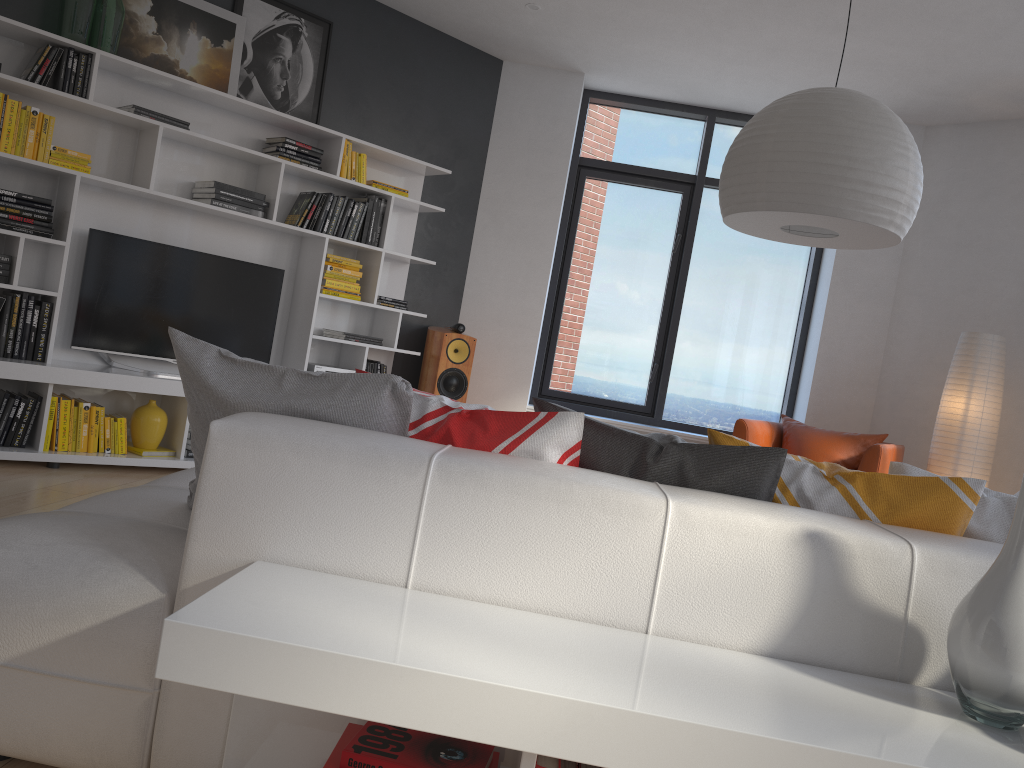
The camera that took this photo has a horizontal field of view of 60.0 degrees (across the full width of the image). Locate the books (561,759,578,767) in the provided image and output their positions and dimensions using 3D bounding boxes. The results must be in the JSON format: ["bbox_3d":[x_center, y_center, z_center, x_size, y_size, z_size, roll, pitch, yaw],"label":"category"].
[{"bbox_3d":[0.061,0.689,1.314,0.031,0.255,0.181,10,2,3],"label":"books"}]

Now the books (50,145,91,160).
[{"bbox_3d":[-2.219,-1.149,4.420,0.186,0.026,0.138,8,2,-42],"label":"books"}]

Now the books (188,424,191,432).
[{"bbox_3d":[-1.732,0.239,5.037,0.250,0.047,0.310,11,2,44],"label":"books"}]

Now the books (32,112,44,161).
[{"bbox_3d":[-2.330,-1.196,4.316,0.023,0.239,0.169,8,2,-42],"label":"books"}]

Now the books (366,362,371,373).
[{"bbox_3d":[-0.974,-0.029,5.688,0.053,0.240,0.189,8,2,-41],"label":"books"}]

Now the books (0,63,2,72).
[{"bbox_3d":[-2.514,-1.479,4.073,0.268,0.046,0.208,9,2,-38],"label":"books"}]

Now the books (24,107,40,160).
[{"bbox_3d":[-2.349,-1.205,4.295,0.035,0.250,0.185,8,2,-42],"label":"books"}]

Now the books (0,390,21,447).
[{"bbox_3d":[-2.473,0.165,4.322,0.075,0.254,0.192,8,2,-43],"label":"books"}]

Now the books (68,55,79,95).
[{"bbox_3d":[-2.183,-1.507,4.371,0.021,0.200,0.147,8,2,-42],"label":"books"}]

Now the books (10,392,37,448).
[{"bbox_3d":[-2.424,0.174,4.363,0.084,0.249,0.191,8,2,-42],"label":"books"}]

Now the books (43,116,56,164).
[{"bbox_3d":[-2.293,-1.188,4.350,0.024,0.234,0.172,8,2,-42],"label":"books"}]

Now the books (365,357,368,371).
[{"bbox_3d":[-0.997,-0.049,5.669,0.053,0.268,0.202,8,2,-42],"label":"books"}]

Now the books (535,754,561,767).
[{"bbox_3d":[0.029,0.666,1.313,0.036,0.294,0.208,10,2,3],"label":"books"}]

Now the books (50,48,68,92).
[{"bbox_3d":[-2.218,-1.521,4.338,0.021,0.221,0.156,8,2,-42],"label":"books"}]

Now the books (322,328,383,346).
[{"bbox_3d":[-1.014,-0.297,5.636,0.250,0.047,0.310,11,2,44],"label":"books"}]

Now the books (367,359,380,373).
[{"bbox_3d":[-0.915,-0.029,5.735,0.066,0.255,0.193,8,2,-42],"label":"books"}]

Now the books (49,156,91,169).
[{"bbox_3d":[-2.220,-1.099,4.417,0.196,0.011,0.148,8,2,-42],"label":"books"}]

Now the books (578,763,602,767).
[{"bbox_3d":[0.094,0.694,1.313,0.034,0.259,0.207,10,2,3],"label":"books"}]

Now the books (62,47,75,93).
[{"bbox_3d":[-2.202,-1.525,4.358,0.025,0.232,0.176,8,2,-42],"label":"books"}]

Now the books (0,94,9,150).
[{"bbox_3d":[-2.444,-1.228,4.205,0.025,0.270,0.213,8,2,-42],"label":"books"}]

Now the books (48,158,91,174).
[{"bbox_3d":[-2.221,-1.076,4.414,0.190,0.033,0.147,8,2,-42],"label":"books"}]

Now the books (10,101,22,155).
[{"bbox_3d":[-2.401,-1.217,4.254,0.015,0.263,0.199,8,2,-42],"label":"books"}]

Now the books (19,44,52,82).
[{"bbox_3d":[-2.302,-1.532,4.269,0.096,0.213,0.166,8,2,-43],"label":"books"}]

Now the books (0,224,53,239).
[{"bbox_3d":[-2.402,-0.745,4.309,0.263,0.026,0.189,8,2,-43],"label":"books"}]

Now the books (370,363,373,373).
[{"bbox_3d":[-0.952,-0.025,5.699,0.049,0.236,0.170,8,2,-41],"label":"books"}]

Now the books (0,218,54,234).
[{"bbox_3d":[-2.398,-0.770,4.311,0.270,0.025,0.189,8,2,-43],"label":"books"}]

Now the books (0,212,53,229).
[{"bbox_3d":[-2.411,-0.801,4.319,0.266,0.030,0.209,8,2,-43],"label":"books"}]

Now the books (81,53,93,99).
[{"bbox_3d":[-2.135,-1.515,4.404,0.019,0.230,0.174,8,2,-42],"label":"books"}]

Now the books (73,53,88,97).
[{"bbox_3d":[-2.161,-1.513,4.391,0.038,0.218,0.169,8,2,-42],"label":"books"}]

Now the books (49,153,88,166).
[{"bbox_3d":[-2.208,-1.110,4.399,0.169,0.018,0.113,9,2,-41],"label":"books"}]

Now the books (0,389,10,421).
[{"bbox_3d":[-2.508,0.157,4.293,0.066,0.260,0.197,8,2,-42],"label":"books"}]

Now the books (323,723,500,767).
[{"bbox_3d":[-0.151,0.595,1.371,0.254,0.025,0.178,10,2,3],"label":"books"}]

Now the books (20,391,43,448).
[{"bbox_3d":[-2.399,0.173,4.386,0.066,0.260,0.197,8,2,-42],"label":"books"}]

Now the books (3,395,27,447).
[{"bbox_3d":[-2.446,0.175,4.329,0.071,0.243,0.179,8,2,-43],"label":"books"}]

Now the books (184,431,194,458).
[{"bbox_3d":[-1.729,0.333,5.027,0.277,0.137,0.343,11,2,43],"label":"books"}]

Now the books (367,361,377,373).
[{"bbox_3d":[-0.930,-0.025,5.708,0.050,0.242,0.169,8,2,-42],"label":"books"}]

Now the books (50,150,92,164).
[{"bbox_3d":[-2.211,-1.127,4.414,0.187,0.014,0.134,8,2,-42],"label":"books"}]

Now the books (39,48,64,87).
[{"bbox_3d":[-2.253,-1.524,4.305,0.074,0.212,0.154,8,2,-43],"label":"books"}]

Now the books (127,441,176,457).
[{"bbox_3d":[-1.984,0.350,4.785,0.270,0.029,0.204,11,2,33],"label":"books"}]

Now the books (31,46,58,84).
[{"bbox_3d":[-2.283,-1.528,4.295,0.087,0.214,0.171,8,2,-41],"label":"books"}]

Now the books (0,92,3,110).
[{"bbox_3d":[-2.458,-1.230,4.180,0.029,0.270,0.204,8,2,-42],"label":"books"}]

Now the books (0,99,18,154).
[{"bbox_3d":[-2.422,-1.218,4.232,0.044,0.255,0.198,8,2,-42],"label":"books"}]

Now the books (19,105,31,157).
[{"bbox_3d":[-2.371,-1.208,4.278,0.019,0.251,0.180,8,2,-42],"label":"books"}]

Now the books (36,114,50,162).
[{"bbox_3d":[-2.310,-1.190,4.330,0.024,0.234,0.172,8,2,-42],"label":"books"}]

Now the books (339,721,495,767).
[{"bbox_3d":[-0.140,0.570,1.361,0.206,0.029,0.152,10,2,9],"label":"books"}]

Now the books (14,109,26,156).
[{"bbox_3d":[-2.376,-1.195,4.251,0.024,0.229,0.156,8,2,-42],"label":"books"}]

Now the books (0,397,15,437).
[{"bbox_3d":[-2.475,0.173,4.287,0.069,0.242,0.172,9,2,-41],"label":"books"}]
